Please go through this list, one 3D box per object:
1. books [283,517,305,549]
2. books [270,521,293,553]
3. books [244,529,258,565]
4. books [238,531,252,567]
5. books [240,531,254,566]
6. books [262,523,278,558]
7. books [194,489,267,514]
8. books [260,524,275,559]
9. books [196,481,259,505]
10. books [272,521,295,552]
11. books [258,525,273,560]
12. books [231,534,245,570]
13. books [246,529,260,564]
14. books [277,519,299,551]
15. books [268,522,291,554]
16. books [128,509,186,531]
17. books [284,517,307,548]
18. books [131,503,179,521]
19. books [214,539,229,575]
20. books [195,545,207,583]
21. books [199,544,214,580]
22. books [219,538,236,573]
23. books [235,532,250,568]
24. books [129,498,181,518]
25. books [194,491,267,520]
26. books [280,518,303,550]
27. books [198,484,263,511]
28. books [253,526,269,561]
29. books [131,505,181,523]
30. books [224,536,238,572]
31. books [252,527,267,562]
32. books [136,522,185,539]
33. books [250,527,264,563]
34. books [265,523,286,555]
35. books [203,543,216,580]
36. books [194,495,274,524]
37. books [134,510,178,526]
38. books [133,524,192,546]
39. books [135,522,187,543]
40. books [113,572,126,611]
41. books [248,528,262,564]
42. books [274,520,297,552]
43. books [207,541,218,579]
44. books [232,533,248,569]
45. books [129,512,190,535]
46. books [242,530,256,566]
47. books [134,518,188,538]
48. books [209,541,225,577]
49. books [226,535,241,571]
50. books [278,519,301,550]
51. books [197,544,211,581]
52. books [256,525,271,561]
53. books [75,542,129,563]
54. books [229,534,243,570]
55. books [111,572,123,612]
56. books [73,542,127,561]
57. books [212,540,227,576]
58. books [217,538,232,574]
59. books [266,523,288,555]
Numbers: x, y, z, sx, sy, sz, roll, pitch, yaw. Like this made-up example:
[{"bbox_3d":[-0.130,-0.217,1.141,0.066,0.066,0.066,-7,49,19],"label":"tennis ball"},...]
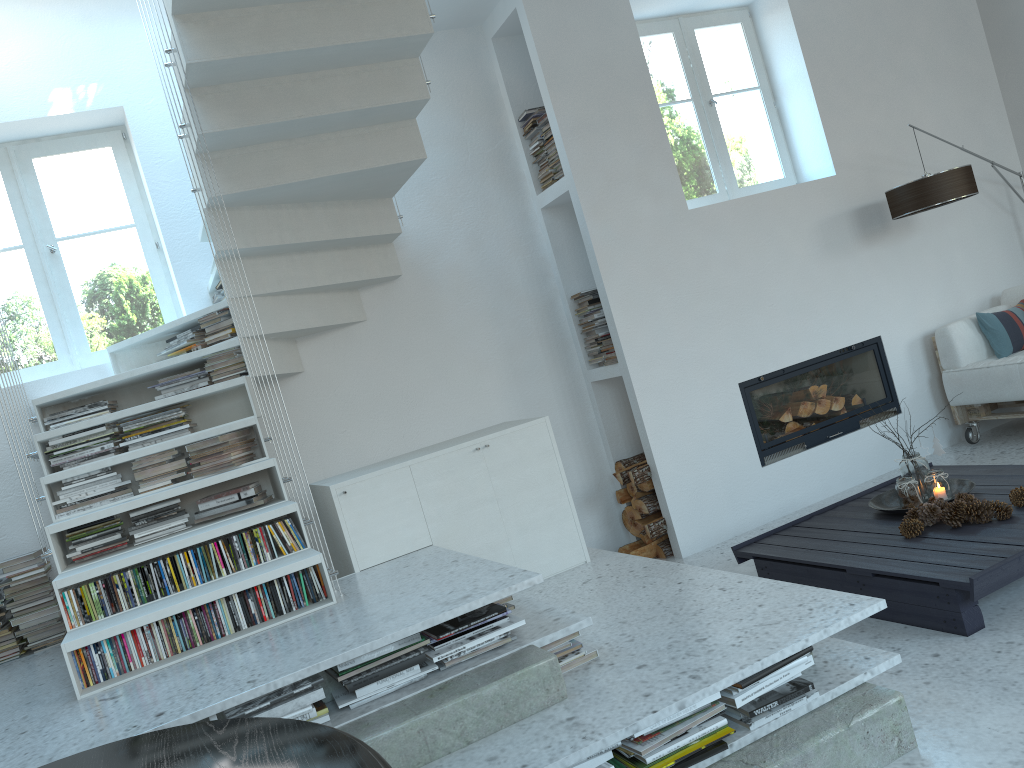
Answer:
[{"bbox_3d":[-0.813,0.554,3.298,0.036,0.123,0.125,-17,2,-22],"label":"books"},{"bbox_3d":[-0.854,0.566,3.280,0.034,0.123,0.125,-17,2,-22],"label":"books"},{"bbox_3d":[-0.954,0.594,3.237,0.008,0.125,0.125,-17,2,-22],"label":"books"},{"bbox_3d":[-0.973,0.600,3.229,0.007,0.125,0.125,-17,2,-22],"label":"books"},{"bbox_3d":[-0.967,0.598,3.232,0.007,0.125,0.125,-17,2,-22],"label":"books"},{"bbox_3d":[-0.892,0.576,3.264,0.011,0.125,0.125,-17,2,-22],"label":"books"},{"bbox_3d":[-1.113,0.467,3.523,0.254,0.007,0.161,-16,1,-2],"label":"books"},{"bbox_3d":[-0.900,0.578,3.260,0.008,0.125,0.125,-17,2,-22],"label":"books"},{"bbox_3d":[-1.124,0.430,3.518,0.212,0.014,0.168,-16,1,-2],"label":"books"},{"bbox_3d":[-0.847,0.564,3.283,0.034,0.123,0.125,-17,2,-22],"label":"books"},{"bbox_3d":[-0.907,0.580,3.257,0.007,0.125,0.125,-17,2,-22],"label":"books"},{"bbox_3d":[-0.997,0.607,3.219,0.008,0.125,0.125,-17,2,-22],"label":"books"},{"bbox_3d":[-0.948,0.593,3.240,0.008,0.125,0.125,-17,2,-22],"label":"books"},{"bbox_3d":[-0.833,0.560,3.289,0.036,0.123,0.125,-17,2,-22],"label":"books"},{"bbox_3d":[-0.861,0.568,3.277,0.036,0.123,0.125,-17,2,-22],"label":"books"},{"bbox_3d":[-1.396,0.536,3.497,0.219,0.013,0.150,-17,1,-17],"label":"books"},{"bbox_3d":[-0.805,0.551,3.301,0.033,0.123,0.125,-17,2,-22],"label":"books"},{"bbox_3d":[-1.411,0.502,3.507,0.178,0.017,0.133,-17,1,-18],"label":"books"},{"bbox_3d":[-1.048,0.623,3.197,0.007,0.125,0.125,-17,2,-22],"label":"books"},{"bbox_3d":[-1.111,0.642,3.170,0.013,0.125,0.125,-17,2,-22],"label":"books"},{"bbox_3d":[-1.094,0.637,3.177,0.011,0.125,0.125,-17,2,-22],"label":"books"},{"bbox_3d":[-1.030,0.618,3.205,0.018,0.125,0.125,-17,2,-22],"label":"books"},{"bbox_3d":[-0.980,0.603,3.226,0.009,0.125,0.125,-17,2,-22],"label":"books"},{"bbox_3d":[-1.406,0.485,3.484,0.193,0.014,0.177,-17,1,-28],"label":"books"},{"bbox_3d":[-1.109,0.480,3.508,0.240,0.019,0.171,-16,1,3],"label":"books"},{"bbox_3d":[-0.820,0.556,3.295,0.034,0.123,0.125,-17,2,-22],"label":"books"},{"bbox_3d":[-1.118,0.451,3.530,0.222,0.028,0.141,-16,1,-3],"label":"books"},{"bbox_3d":[-0.920,0.584,3.252,0.008,0.125,0.125,-17,2,-22],"label":"books"},{"bbox_3d":[-1.409,0.515,3.513,0.185,0.008,0.129,-17,1,-24],"label":"books"},{"bbox_3d":[-1.017,0.614,3.210,0.009,0.125,0.125,-17,2,-22],"label":"books"},{"bbox_3d":[-0.927,0.586,3.249,0.008,0.125,0.125,-17,2,-22],"label":"books"},{"bbox_3d":[-1.387,0.574,3.502,0.188,0.008,0.147,-17,1,-18],"label":"books"},{"bbox_3d":[-0.935,0.589,3.245,0.010,0.125,0.125,-17,2,-22],"label":"books"},{"bbox_3d":[-0.875,0.572,3.271,0.034,0.123,0.125,-17,2,-22],"label":"books"},{"bbox_3d":[-1.085,0.634,3.181,0.009,0.125,0.125,-17,2,-22],"label":"books"},{"bbox_3d":[-1.104,0.497,3.529,0.288,0.017,0.136,-16,1,1],"label":"books"},{"bbox_3d":[-1.395,0.522,3.484,0.155,0.012,0.189,-17,1,-19],"label":"books"},{"bbox_3d":[-1.373,0.591,3.482,0.223,0.004,0.191,-17,1,-26],"label":"books"},{"bbox_3d":[-1.384,0.585,3.503,0.198,0.013,0.138,-17,1,-16],"label":"books"},{"bbox_3d":[-1.355,0.715,3.065,0.007,0.125,0.125,-17,2,-22],"label":"books"},{"bbox_3d":[-0.941,0.591,3.243,0.010,0.125,0.125,-17,2,-22],"label":"books"},{"bbox_3d":[-0.840,0.562,3.286,0.035,0.123,0.125,-17,2,-22],"label":"books"},{"bbox_3d":[-1.075,0.631,3.185,0.016,0.125,0.125,-17,2,-22],"label":"books"},{"bbox_3d":[-0.989,0.605,3.222,0.010,0.125,0.125,-17,2,-22],"label":"books"},{"bbox_3d":[-1.388,0.547,3.486,0.225,0.014,0.184,-17,1,-25],"label":"books"},{"bbox_3d":[-0.960,0.596,3.235,0.008,0.125,0.125,-17,2,-22],"label":"books"},{"bbox_3d":[-1.384,0.562,3.487,0.207,0.016,0.175,-17,1,-28],"label":"books"},{"bbox_3d":[-1.062,0.627,3.191,0.013,0.125,0.125,-17,2,-22],"label":"books"},{"bbox_3d":[-1.010,0.611,3.213,0.007,0.125,0.125,-17,2,-22],"label":"books"},{"bbox_3d":[-0.827,0.558,3.292,0.035,0.123,0.125,-17,2,-22],"label":"books"},{"bbox_3d":[-1.103,0.639,3.173,0.009,0.125,0.125,-17,2,-22],"label":"books"},{"bbox_3d":[-0.913,0.582,3.255,0.008,0.125,0.125,-17,2,-22],"label":"books"},{"bbox_3d":[-1.586,0.649,3.432,0.188,0.014,0.130,-17,1,-22],"label":"books"},{"bbox_3d":[-1.003,0.609,3.216,0.008,0.125,0.125,-17,2,-22],"label":"books"},{"bbox_3d":[-1.362,0.717,3.062,0.010,0.125,0.125,-17,2,-22],"label":"books"},{"bbox_3d":[-1.576,0.636,3.400,0.195,0.007,0.189,-17,1,-25],"label":"books"},{"bbox_3d":[-1.055,0.625,3.194,0.009,0.125,0.125,-17,2,-22],"label":"books"},{"bbox_3d":[-1.039,0.620,3.201,0.012,0.125,0.125,-17,2,-22],"label":"books"},{"bbox_3d":[-0.868,0.570,3.274,0.035,0.123,0.125,-17,2,-22],"label":"books"}]
